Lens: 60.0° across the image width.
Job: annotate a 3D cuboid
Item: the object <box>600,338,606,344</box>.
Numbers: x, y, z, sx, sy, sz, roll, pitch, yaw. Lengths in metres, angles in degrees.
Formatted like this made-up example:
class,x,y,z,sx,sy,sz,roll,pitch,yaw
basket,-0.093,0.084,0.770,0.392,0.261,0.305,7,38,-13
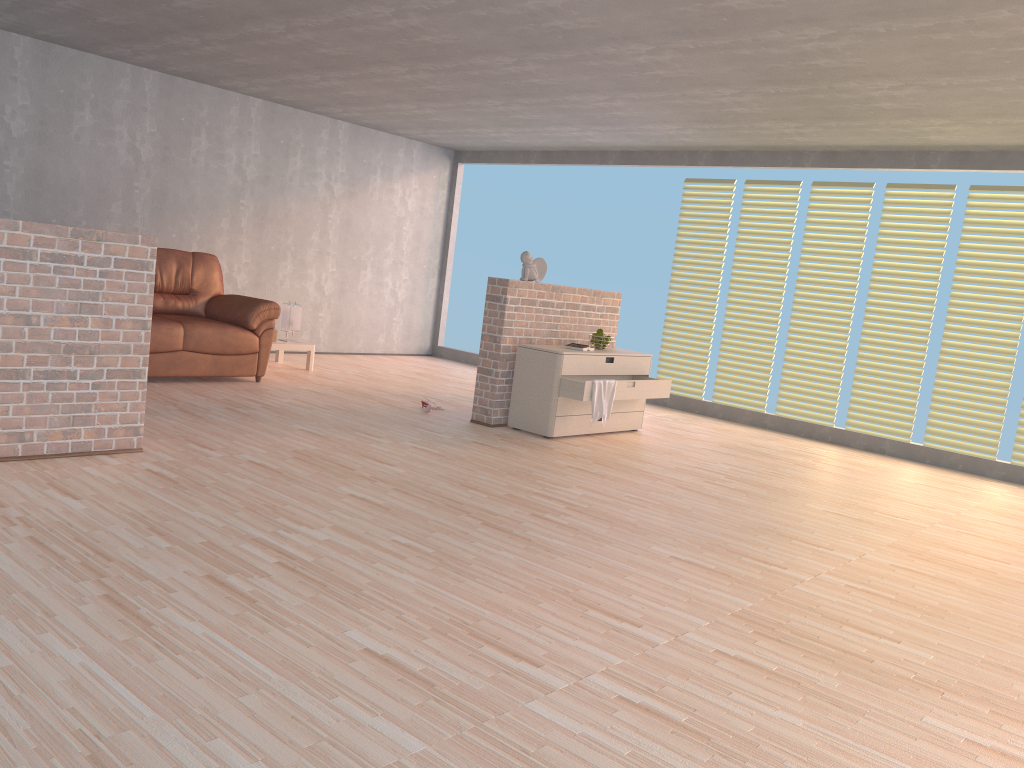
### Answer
class,x,y,z,sx,sy,sz,roll,pitch,yaw
object,0.689,-0.325,6.710,0.038,0.040,0.039,1,9,-41

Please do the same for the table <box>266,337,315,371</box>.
class,x,y,z,sx,sy,sz,roll,pitch,yaw
table,-2.197,-0.284,8.142,0.548,0.241,0.548,13,9,40

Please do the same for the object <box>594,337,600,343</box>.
class,x,y,z,sx,sy,sz,roll,pitch,yaw
object,0.646,-0.334,6.715,0.046,0.044,0.046,12,8,36

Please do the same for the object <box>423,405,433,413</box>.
class,x,y,z,sx,sy,sz,roll,pitch,yaw
object,-0.621,0.181,6.645,0.078,0.066,0.192,5,7,-13

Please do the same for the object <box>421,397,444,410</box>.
class,x,y,z,sx,sy,sz,roll,pitch,yaw
object,-0.607,0.151,6.825,0.188,0.085,0.069,6,7,-10

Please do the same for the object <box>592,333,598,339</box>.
class,x,y,z,sx,sy,sz,roll,pitch,yaw
object,0.633,-0.363,6.752,0.049,0.053,0.054,5,7,-19

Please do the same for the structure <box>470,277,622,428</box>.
class,x,y,z,sx,sy,sz,roll,pitch,yaw
structure,0.301,-0.235,6.854,0.211,1.057,1.422,13,9,40

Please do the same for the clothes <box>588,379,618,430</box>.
class,x,y,z,sx,sy,sz,roll,pitch,yaw
clothes,0.612,0.150,6.148,0.097,0.369,0.325,13,9,41

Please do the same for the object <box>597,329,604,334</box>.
class,x,y,z,sx,sy,sz,roll,pitch,yaw
object,0.672,-0.394,6.758,0.054,0.056,0.054,13,9,40

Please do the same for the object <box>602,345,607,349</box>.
class,x,y,z,sx,sy,sz,roll,pitch,yaw
object,0.700,-0.292,6.782,0.048,0.048,0.046,11,8,29

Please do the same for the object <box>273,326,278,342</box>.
class,x,y,z,sx,sy,sz,roll,pitch,yaw
object,-2.172,-0.461,8.013,0.099,0.147,0.102,4,7,-21

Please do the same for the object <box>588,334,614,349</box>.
class,x,y,z,sx,sy,sz,roll,pitch,yaw
object,0.672,-0.316,6.768,0.202,0.104,0.202,12,8,34

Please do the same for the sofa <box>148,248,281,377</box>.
class,x,y,z,sx,sy,sz,roll,pitch,yaw
sofa,-2.915,-0.576,6.574,0.981,0.923,2.202,13,9,40

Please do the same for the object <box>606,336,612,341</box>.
class,x,y,z,sx,sy,sz,roll,pitch,yaw
object,0.737,-0.346,6.777,0.047,0.047,0.046,6,7,-12

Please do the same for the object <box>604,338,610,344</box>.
class,x,y,z,sx,sy,sz,roll,pitch,yaw
object,0.716,-0.327,6.741,0.057,0.057,0.057,5,7,-16

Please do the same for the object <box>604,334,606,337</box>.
class,x,y,z,sx,sy,sz,roll,pitch,yaw
object,0.699,-0.365,6.788,0.039,0.043,0.043,10,8,26

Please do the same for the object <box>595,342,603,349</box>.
class,x,y,z,sx,sy,sz,roll,pitch,yaw
object,0.661,-0.298,6.742,0.060,0.055,0.059,7,7,-4

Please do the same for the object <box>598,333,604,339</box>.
class,x,y,z,sx,sy,sz,roll,pitch,yaw
object,0.674,-0.363,6.702,0.046,0.045,0.046,13,9,39

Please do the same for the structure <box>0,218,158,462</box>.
class,x,y,z,sx,sy,sz,roll,pitch,yaw
structure,-2.301,-0.195,3.852,0.211,1.057,1.422,13,9,40

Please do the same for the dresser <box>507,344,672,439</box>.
class,x,y,z,sx,sy,sz,roll,pitch,yaw
dresser,0.780,0.061,6.767,0.605,0.612,1.686,13,9,40

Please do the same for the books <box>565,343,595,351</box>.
class,x,y,z,sx,sy,sz,roll,pitch,yaw
books,0.500,-0.271,6.486,0.146,0.040,0.209,11,8,30

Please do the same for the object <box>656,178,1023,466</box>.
class,x,y,z,sx,sy,sz,roll,pitch,yaw
object,3.180,-0.580,7.298,4.372,2.114,0.044,13,9,40

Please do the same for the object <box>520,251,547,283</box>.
class,x,y,z,sx,sy,sz,roll,pitch,yaw
object,0.141,-0.857,6.498,0.131,0.218,0.216,13,9,39

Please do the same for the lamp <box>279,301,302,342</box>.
class,x,y,z,sx,sy,sz,roll,pitch,yaw
lamp,-2.039,-0.578,8.186,0.140,0.376,0.140,13,9,40
